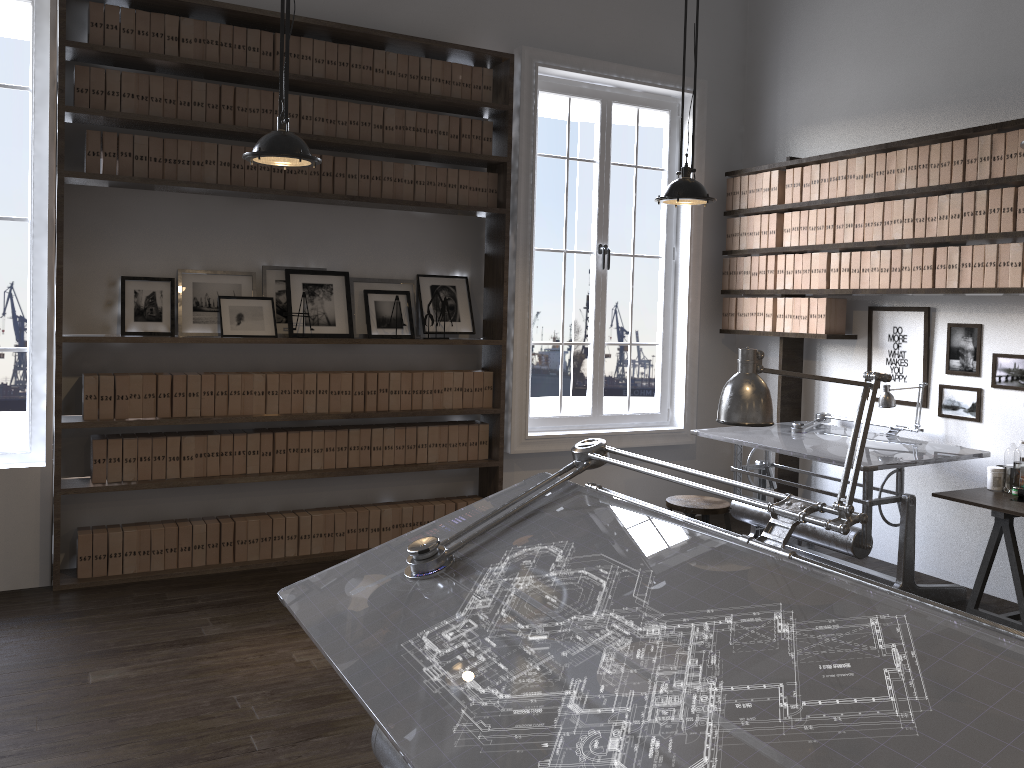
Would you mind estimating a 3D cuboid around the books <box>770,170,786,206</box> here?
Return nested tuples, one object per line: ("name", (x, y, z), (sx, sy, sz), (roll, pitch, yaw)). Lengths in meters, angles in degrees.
("books", (1.786, -1.280, 5.812), (0.174, 0.225, 0.067), (0, 3, -28))

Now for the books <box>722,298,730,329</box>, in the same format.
("books", (1.566, -0.492, 6.222), (0.174, 0.225, 0.067), (0, 3, -28))

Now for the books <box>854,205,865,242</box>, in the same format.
("books", (2.103, -0.937, 5.211), (0.174, 0.225, 0.067), (0, 3, -28))

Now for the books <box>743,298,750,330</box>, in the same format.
("books", (1.664, -0.473, 6.031), (0.174, 0.225, 0.067), (0, 3, -28))

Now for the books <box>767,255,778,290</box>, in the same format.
("books", (1.771, -0.731, 5.838), (0.174, 0.225, 0.067), (0, 3, -28))

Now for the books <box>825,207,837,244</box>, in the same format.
("books", (1.998, -0.956, 5.400), (0.174, 0.225, 0.067), (0, 3, -28))

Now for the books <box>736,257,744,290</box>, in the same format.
("books", (1.635, -0.757, 6.095), (0.174, 0.225, 0.067), (0, 3, -28))

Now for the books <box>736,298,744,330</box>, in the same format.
("books", (1.635, -0.479, 6.091), (0.174, 0.225, 0.067), (0, 3, -28))

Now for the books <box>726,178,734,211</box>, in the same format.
("books", (1.584, -1.317, 6.188), (0.174, 0.225, 0.067), (0, 3, -28))

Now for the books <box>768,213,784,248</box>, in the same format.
("books", (1.778, -1.004, 5.829), (0.174, 0.225, 0.067), (0, 3, -28))

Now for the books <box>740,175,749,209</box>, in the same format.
("books", (1.655, -1.305, 6.062), (0.174, 0.225, 0.067), (0, 3, -28))

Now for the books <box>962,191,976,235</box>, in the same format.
("books", (2.421, -0.876, 4.593), (0.174, 0.225, 0.067), (0, 3, -28))

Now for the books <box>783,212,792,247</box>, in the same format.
("books", (1.838, -0.986, 5.708), (0.174, 0.225, 0.067), (0, 3, -28))

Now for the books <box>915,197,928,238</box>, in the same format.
("books", (2.294, -0.901, 4.847), (0.174, 0.225, 0.067), (0, 3, -28))

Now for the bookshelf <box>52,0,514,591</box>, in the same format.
("bookshelf", (-1.225, -0.154, 5.069), (2.473, 3.717, 0.413), (0, 2, -28))

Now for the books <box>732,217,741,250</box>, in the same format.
("books", (1.615, -1.034, 6.128), (0.174, 0.225, 0.067), (0, 3, -28))

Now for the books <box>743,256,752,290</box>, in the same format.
("books", (1.664, -0.750, 6.031), (0.174, 0.225, 0.067), (0, 3, -28))

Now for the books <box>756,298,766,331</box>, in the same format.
("books", (1.723, -0.461, 5.910), (0.174, 0.225, 0.067), (0, 3, -28))

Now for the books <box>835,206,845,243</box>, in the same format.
("books", (2.038, -0.949, 5.336), (0.174, 0.225, 0.067), (0, 3, -28))

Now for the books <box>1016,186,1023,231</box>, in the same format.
("books", (2.562, -0.851, 4.341), (0.174, 0.225, 0.067), (0, 3, -28))

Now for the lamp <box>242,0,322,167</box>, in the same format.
("lamp", (-0.900, -2.024, 3.552), (0.311, 2.248, 0.313), (3, 3, 42))

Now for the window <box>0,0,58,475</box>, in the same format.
("window", (-2.970, -0.767, 4.173), (1.482, 2.493, 0.153), (0, 2, -28))

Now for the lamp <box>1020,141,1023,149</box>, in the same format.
("lamp", (1.829, -1.884, 2.786), (0.311, 2.248, 0.313), (3, 3, 42))

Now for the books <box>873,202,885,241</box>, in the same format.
("books", (2.163, -0.925, 5.085), (0.174, 0.225, 0.067), (0, 3, -28))

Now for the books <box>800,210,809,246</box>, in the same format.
("books", (1.902, -0.974, 5.579), (0.174, 0.225, 0.067), (0, 3, -28))

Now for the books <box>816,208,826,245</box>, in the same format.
("books", (1.968, -0.962, 5.468), (0.174, 0.225, 0.067), (0, 3, -28))

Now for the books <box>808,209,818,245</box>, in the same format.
("books", (1.936, -0.968, 5.525), (0.174, 0.225, 0.067), (0, 3, -28))

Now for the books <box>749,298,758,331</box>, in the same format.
("books", (1.689, -0.467, 5.974), (0.174, 0.225, 0.067), (0, 3, -28))

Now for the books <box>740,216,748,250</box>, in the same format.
("books", (1.651, -1.027, 6.064), (0.174, 0.225, 0.067), (0, 3, -28))

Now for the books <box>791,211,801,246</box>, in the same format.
("books", (1.869, -0.980, 5.643), (0.174, 0.225, 0.067), (0, 3, -28))

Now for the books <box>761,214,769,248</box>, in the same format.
("books", (1.745, -1.010, 5.892), (0.174, 0.225, 0.067), (0, 3, -28))

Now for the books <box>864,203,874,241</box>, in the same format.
("books", (2.136, -0.931, 5.148), (0.174, 0.225, 0.067), (0, 3, -28))

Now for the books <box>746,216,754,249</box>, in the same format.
("books", (1.681, -1.022, 6.010), (0.174, 0.225, 0.067), (0, 3, -28))

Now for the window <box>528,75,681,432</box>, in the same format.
("window", (0.592, -0.825, 5.914), (1.244, 2.305, 0.153), (0, 2, -28))

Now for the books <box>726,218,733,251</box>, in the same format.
("books", (1.586, -1.040, 6.192), (0.174, 0.225, 0.067), (0, 3, -28))

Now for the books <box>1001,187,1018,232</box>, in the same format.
("books", (2.522, -0.857, 4.405), (0.174, 0.225, 0.067), (0, 3, -28))

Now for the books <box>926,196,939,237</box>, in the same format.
("books", (2.328, -0.895, 4.786), (0.174, 0.225, 0.067), (0, 3, -28))

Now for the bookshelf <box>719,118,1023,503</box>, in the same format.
("bookshelf", (3.742, 0.479, 2.254), (0.373, 3.200, 9.203), (1, 4, -28))

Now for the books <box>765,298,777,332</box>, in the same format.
("books", (1.760, -0.455, 5.847), (0.174, 0.225, 0.067), (0, 3, -28))

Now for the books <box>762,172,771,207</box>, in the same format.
("books", (1.751, -1.286, 5.875), (0.174, 0.225, 0.067), (0, 3, -28))

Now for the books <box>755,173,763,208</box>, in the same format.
("books", (1.722, -1.292, 5.939), (0.174, 0.225, 0.067), (0, 3, -28))

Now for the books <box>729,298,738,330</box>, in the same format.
("books", (1.596, -0.485, 6.153), (0.174, 0.225, 0.067), (0, 3, -28))

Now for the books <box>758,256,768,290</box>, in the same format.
("books", (1.731, -0.738, 5.901), (0.174, 0.225, 0.067), (0, 3, -28))

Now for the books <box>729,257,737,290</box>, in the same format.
("books", (1.602, -0.763, 6.158), (0.174, 0.225, 0.067), (0, 3, -28))

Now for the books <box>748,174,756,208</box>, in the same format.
("books", (1.691, -1.299, 6.002), (0.174, 0.225, 0.067), (0, 3, -28))

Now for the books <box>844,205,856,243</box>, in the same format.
("books", (2.067, -0.943, 5.271), (0.174, 0.225, 0.067), (0, 3, -28))

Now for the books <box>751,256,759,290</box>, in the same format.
("books", (1.701, -0.744, 5.970), (0.174, 0.225, 0.067), (0, 3, -28))

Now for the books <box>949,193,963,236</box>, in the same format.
("books", (2.388, -0.882, 4.657), (0.174, 0.225, 0.067), (0, 3, -28))

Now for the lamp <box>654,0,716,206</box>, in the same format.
("lamp", (0.919, -2.055, 4.506), (0.311, 2.248, 0.313), (3, 3, 42))

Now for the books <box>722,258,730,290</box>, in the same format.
("books", (1.565, -0.769, 6.215), (0.174, 0.225, 0.067), (0, 3, -28))

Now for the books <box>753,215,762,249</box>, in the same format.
("books", (1.708, -1.016, 5.948), (0.174, 0.225, 0.067), (0, 3, -28))

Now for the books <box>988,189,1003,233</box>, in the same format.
("books", (2.492, -0.864, 4.473), (0.174, 0.225, 0.067), (0, 3, -28))

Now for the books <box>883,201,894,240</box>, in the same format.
("books", (2.198, -0.919, 5.029), (0.174, 0.225, 0.067), (0, 3, -28))

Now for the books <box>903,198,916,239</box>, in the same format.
("books", (2.258, -0.907, 4.907), (0.174, 0.225, 0.067), (0, 3, -28))

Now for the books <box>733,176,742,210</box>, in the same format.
("books", (1.618, -1.311, 6.124), (0.174, 0.225, 0.067), (0, 3, -28))
